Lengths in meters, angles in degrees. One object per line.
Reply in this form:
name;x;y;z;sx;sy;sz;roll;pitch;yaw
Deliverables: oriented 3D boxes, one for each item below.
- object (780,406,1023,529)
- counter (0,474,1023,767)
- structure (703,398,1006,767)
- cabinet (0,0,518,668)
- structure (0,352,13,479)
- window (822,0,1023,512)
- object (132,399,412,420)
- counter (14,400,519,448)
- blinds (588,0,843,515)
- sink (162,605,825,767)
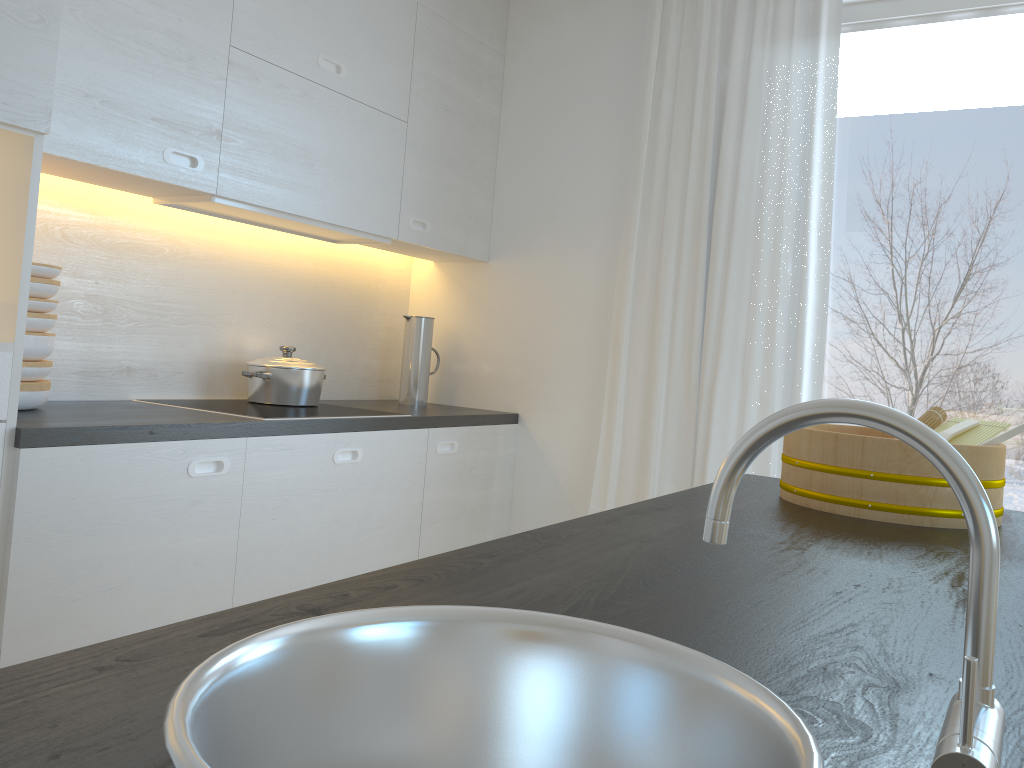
object;0.719;0.124;1.647;0.428;0.214;0.379;4;1;-31
counter;0.178;0.233;0.825;0.602;0.040;2.395;6;2;31
structure;0.163;0.115;0.447;0.162;0.215;0.096;4;-1;31
cabinet;-0.968;-0.225;2.263;0.482;2.304;3.193;4;0;31
structure;-1.167;0.231;1.533;0.049;0.597;0.559;3;-1;31
window;1.943;-0.256;2.525;2.732;1.921;0.088;5;-1;31
object;-0.740;0.080;2.805;0.563;0.013;0.652;6;2;31
counter;-0.741;0.098;2.799;0.601;0.040;1.996;6;2;31
blinds;0.702;-0.554;3.055;0.796;2.164;0.149;4;-2;30
sink;-0.016;0.279;0.571;0.403;0.157;0.404;4;1;-18
